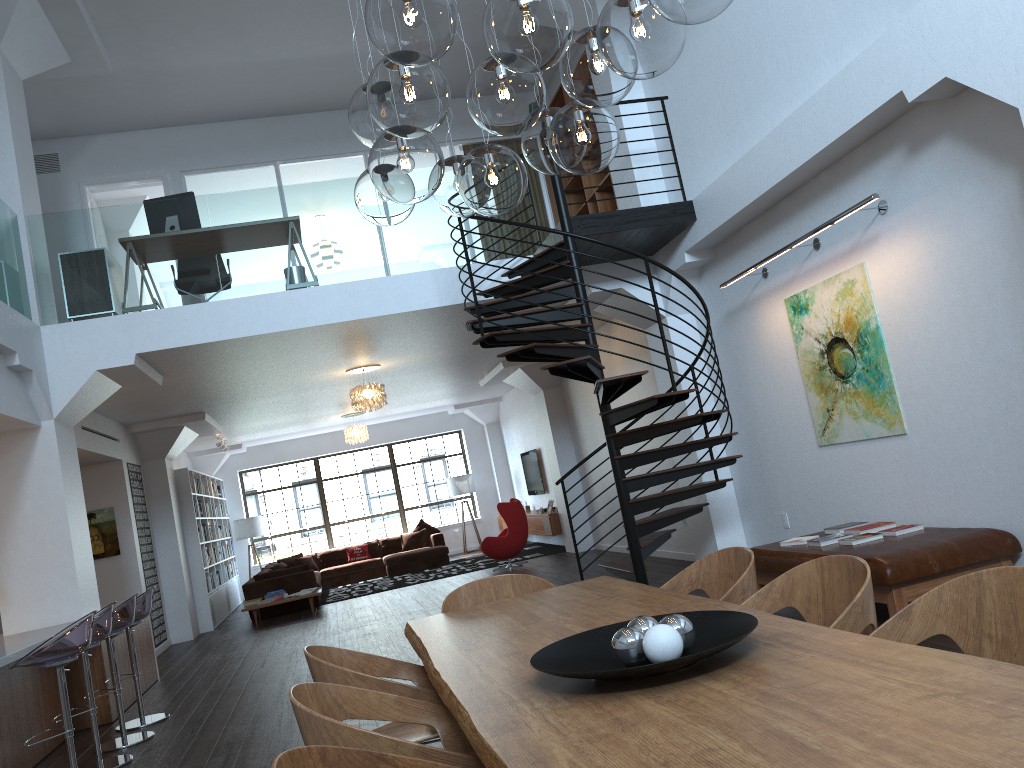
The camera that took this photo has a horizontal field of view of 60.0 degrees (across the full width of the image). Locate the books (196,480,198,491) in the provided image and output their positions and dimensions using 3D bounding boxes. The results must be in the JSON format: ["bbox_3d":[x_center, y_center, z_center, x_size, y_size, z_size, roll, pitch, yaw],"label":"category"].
[{"bbox_3d":[-5.046,1.637,13.987,0.159,0.248,0.089,-10,-6,-13],"label":"books"}]

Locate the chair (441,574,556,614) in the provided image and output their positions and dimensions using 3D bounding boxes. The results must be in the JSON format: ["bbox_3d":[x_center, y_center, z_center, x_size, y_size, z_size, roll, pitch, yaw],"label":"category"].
[{"bbox_3d":[0.030,1.325,4.107,0.629,0.833,0.618,-10,-6,-18],"label":"chair"}]

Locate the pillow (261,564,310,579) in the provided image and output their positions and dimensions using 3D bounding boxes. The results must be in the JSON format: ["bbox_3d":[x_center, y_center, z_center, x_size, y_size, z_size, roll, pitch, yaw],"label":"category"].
[{"bbox_3d":[-3.431,2.991,13.593,0.750,0.364,0.289,-10,-6,-14],"label":"pillow"}]

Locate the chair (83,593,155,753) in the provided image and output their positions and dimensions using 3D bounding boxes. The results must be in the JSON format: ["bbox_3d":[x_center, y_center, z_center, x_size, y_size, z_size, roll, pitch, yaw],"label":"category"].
[{"bbox_3d":[-2.857,2.060,6.368,0.481,1.014,0.530,-10,-6,-15],"label":"chair"}]

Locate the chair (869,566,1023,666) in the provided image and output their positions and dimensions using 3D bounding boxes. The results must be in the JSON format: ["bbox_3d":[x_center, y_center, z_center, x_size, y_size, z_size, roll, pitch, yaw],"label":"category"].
[{"bbox_3d":[1.057,0.892,2.020,0.618,0.833,0.629,-10,-6,-13],"label":"chair"}]

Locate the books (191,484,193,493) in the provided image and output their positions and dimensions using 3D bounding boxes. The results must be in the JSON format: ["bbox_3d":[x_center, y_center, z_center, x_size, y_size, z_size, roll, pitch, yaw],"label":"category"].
[{"bbox_3d":[-4.927,1.561,13.413,0.161,0.222,0.084,-10,-6,-13],"label":"books"}]

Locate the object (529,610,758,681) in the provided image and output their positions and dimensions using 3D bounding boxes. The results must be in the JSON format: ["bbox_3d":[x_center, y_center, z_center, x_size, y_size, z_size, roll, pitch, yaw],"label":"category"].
[{"bbox_3d":[0.341,0.689,2.284,0.592,0.066,0.592,-16,-7,35],"label":"object"}]

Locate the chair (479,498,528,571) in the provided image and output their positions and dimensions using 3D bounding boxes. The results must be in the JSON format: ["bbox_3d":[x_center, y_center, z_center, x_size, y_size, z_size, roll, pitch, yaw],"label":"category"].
[{"bbox_3d":[-0.125,2.292,13.574,0.801,1.006,0.798,-13,-6,12],"label":"chair"}]

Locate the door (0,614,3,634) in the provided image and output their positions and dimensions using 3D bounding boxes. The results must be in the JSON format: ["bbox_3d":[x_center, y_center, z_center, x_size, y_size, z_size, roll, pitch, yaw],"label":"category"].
[{"bbox_3d":[-6.632,2.839,11.402,0.826,2.032,0.174,-10,-6,-13],"label":"door"}]

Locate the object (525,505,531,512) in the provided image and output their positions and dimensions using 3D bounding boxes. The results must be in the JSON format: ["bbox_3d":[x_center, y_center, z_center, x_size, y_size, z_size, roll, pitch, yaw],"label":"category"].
[{"bbox_3d":[0.307,2.400,17.089,0.089,0.110,0.089,-15,-7,32],"label":"object"}]

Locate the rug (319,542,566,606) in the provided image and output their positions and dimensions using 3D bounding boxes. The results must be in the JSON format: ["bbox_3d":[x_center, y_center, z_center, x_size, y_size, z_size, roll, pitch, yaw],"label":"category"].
[{"bbox_3d":[-1.252,3.218,15.289,4.200,0.007,3.100,-10,-6,-11],"label":"rug"}]

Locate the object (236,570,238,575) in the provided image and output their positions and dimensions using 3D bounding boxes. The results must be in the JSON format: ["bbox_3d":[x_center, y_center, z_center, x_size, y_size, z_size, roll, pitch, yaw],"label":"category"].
[{"bbox_3d":[-5.455,3.673,17.074,0.331,0.088,0.410,-10,-6,-13],"label":"object"}]

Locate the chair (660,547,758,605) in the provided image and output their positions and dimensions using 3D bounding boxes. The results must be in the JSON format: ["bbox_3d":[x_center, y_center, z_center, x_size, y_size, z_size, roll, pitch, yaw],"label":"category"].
[{"bbox_3d":[0.739,1.115,3.502,0.617,0.830,0.629,-10,-6,-13],"label":"chair"}]

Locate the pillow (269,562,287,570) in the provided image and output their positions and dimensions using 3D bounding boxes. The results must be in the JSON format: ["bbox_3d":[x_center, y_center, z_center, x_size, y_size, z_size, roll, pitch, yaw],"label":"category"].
[{"bbox_3d":[-3.912,3.242,15.205,0.325,0.391,0.625,-12,-6,3],"label":"pillow"}]

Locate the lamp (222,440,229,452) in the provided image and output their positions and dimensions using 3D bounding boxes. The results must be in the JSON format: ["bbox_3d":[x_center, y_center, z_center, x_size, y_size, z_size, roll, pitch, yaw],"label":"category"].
[{"bbox_3d":[-5.156,1.117,15.961,0.120,0.211,0.111,-7,-8,-38],"label":"lamp"}]

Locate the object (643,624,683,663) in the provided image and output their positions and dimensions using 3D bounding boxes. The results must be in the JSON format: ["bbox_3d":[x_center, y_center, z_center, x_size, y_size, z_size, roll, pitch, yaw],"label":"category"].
[{"bbox_3d":[0.375,0.647,2.201,0.100,0.100,0.100,-15,-7,32],"label":"object"}]

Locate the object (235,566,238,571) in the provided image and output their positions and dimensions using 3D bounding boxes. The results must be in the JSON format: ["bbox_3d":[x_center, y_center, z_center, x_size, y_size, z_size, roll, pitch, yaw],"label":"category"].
[{"bbox_3d":[-5.473,3.587,17.083,0.331,0.088,0.410,-10,-6,-13],"label":"object"}]

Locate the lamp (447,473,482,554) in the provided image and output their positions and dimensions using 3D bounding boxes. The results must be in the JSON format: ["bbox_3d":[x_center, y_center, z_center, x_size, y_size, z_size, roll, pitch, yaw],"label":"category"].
[{"bbox_3d":[-0.938,2.679,18.366,0.545,1.579,0.545,-11,-6,-2],"label":"lamp"}]

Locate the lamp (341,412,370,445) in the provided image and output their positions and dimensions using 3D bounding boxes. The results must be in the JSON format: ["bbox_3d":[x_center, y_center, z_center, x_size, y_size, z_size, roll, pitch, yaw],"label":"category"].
[{"bbox_3d":[-2.801,0.807,15.879,0.441,0.539,0.442,-15,-7,29],"label":"lamp"}]

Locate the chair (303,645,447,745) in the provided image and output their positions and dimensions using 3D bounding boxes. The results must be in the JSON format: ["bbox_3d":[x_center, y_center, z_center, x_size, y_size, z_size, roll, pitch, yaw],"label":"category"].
[{"bbox_3d":[-0.399,1.319,3.244,0.618,0.833,0.629,-10,-6,-15],"label":"chair"}]

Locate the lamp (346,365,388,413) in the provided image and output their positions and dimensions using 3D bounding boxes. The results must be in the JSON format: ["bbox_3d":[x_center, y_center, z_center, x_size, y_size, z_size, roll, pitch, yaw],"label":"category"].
[{"bbox_3d":[-1.793,0.072,10.974,0.441,0.539,0.442,-15,-7,29],"label":"lamp"}]

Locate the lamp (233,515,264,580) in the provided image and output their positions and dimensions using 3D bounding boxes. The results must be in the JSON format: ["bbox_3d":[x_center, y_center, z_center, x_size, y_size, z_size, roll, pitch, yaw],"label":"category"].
[{"bbox_3d":[-5.099,3.430,17.505,0.545,1.579,0.545,-9,-7,-24],"label":"lamp"}]

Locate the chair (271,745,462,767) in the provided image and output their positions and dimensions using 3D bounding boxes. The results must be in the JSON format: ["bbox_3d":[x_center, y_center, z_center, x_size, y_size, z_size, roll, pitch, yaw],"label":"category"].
[{"bbox_3d":[-0.109,1.098,1.744,0.618,0.833,0.629,-10,-6,-13],"label":"chair"}]

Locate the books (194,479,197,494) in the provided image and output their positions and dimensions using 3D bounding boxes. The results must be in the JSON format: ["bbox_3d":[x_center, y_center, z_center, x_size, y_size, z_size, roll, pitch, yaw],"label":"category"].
[{"bbox_3d":[-5.006,1.608,13.771,0.174,0.242,0.105,-10,-6,-13],"label":"books"}]

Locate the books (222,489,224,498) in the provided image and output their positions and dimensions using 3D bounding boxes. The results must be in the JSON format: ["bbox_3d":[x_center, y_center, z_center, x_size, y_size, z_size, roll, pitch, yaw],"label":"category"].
[{"bbox_3d":[-5.735,2.172,17.391,0.139,0.191,0.036,-10,-6,-13],"label":"books"}]

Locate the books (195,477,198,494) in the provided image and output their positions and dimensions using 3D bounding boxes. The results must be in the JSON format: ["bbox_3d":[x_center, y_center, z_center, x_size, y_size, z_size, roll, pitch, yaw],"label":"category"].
[{"bbox_3d":[-5.050,1.609,13.917,0.197,0.290,0.136,-10,-6,-13],"label":"books"}]

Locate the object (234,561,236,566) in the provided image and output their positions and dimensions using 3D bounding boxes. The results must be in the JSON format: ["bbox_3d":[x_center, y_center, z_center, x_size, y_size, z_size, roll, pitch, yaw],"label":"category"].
[{"bbox_3d":[-5.497,3.503,17.091,0.316,0.088,0.410,-10,-6,-13],"label":"object"}]

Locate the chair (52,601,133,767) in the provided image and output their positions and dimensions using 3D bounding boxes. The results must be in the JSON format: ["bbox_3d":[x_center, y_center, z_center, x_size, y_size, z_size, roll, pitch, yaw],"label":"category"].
[{"bbox_3d":[-2.746,1.970,5.747,0.481,1.014,0.530,-10,-6,-15],"label":"chair"}]

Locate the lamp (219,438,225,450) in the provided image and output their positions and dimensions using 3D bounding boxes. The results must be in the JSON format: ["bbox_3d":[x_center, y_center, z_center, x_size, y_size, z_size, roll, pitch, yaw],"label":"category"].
[{"bbox_3d":[-5.053,1.042,15.458,0.111,0.211,0.120,-16,-7,36],"label":"lamp"}]

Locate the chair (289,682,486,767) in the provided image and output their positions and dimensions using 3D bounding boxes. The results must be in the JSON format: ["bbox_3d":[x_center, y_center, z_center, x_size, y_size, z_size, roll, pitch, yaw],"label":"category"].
[{"bbox_3d":[-0.261,1.209,2.484,0.618,0.833,0.629,-10,-6,-13],"label":"chair"}]

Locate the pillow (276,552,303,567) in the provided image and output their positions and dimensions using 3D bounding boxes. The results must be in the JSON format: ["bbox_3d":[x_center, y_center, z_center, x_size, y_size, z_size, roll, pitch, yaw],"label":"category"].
[{"bbox_3d":[-4.120,3.440,16.803,0.580,0.418,0.334,-6,-8,-40],"label":"pillow"}]

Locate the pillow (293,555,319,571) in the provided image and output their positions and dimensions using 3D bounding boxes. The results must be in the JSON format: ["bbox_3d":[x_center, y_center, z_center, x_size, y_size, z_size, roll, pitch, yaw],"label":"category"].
[{"bbox_3d":[-3.914,3.412,16.750,0.489,0.337,0.238,-6,-8,-43],"label":"pillow"}]

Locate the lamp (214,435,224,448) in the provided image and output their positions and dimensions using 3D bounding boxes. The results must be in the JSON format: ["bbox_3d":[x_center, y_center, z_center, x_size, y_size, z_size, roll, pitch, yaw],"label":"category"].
[{"bbox_3d":[-4.952,0.969,14.968,0.111,0.211,0.120,-14,-6,21],"label":"lamp"}]

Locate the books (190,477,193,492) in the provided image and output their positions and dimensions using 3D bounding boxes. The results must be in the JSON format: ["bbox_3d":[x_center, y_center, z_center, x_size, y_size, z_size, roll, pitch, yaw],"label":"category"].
[{"bbox_3d":[-4.951,1.559,13.484,0.170,0.251,0.118,-10,-6,-13],"label":"books"}]

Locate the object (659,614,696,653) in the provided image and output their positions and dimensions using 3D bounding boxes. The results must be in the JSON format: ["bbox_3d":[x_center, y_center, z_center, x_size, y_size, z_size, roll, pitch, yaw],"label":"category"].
[{"bbox_3d":[0.423,0.645,2.290,0.100,0.100,0.100,-15,-7,32],"label":"object"}]

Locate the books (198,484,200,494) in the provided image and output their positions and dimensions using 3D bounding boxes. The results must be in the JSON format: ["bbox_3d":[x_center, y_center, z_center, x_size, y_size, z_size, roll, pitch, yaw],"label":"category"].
[{"bbox_3d":[-5.071,1.656,14.103,0.174,0.243,0.085,-10,-6,-13],"label":"books"}]

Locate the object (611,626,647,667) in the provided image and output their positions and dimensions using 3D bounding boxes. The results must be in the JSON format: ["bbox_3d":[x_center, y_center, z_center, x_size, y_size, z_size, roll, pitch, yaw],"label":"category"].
[{"bbox_3d":[0.304,0.673,2.271,0.100,0.100,0.100,-15,-7,32],"label":"object"}]

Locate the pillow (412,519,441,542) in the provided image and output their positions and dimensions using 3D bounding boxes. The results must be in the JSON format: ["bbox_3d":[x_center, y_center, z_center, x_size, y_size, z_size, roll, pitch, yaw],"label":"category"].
[{"bbox_3d":[-1.765,2.948,17.454,0.651,0.587,0.335,-7,-7,-34],"label":"pillow"}]

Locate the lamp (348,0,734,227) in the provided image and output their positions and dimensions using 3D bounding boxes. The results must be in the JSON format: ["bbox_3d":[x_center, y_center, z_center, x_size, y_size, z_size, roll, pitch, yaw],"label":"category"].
[{"bbox_3d":[-0.206,-1.645,2.843,0.849,2.140,1.787,-10,-6,-14],"label":"lamp"}]

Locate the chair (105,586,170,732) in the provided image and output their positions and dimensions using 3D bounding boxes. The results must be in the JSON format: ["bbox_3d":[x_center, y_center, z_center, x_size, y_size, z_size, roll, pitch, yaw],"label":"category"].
[{"bbox_3d":[-2.983,2.151,6.980,0.481,1.014,0.530,-10,-6,-11],"label":"chair"}]

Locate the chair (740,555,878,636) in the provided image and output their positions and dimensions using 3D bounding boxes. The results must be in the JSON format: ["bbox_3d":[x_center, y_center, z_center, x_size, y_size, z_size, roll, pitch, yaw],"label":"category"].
[{"bbox_3d":[0.886,1.006,2.756,0.618,0.833,0.629,-10,-6,-11],"label":"chair"}]

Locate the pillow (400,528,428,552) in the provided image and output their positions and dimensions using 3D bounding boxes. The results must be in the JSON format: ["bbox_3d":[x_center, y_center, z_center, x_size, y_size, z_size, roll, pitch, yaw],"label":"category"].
[{"bbox_3d":[-1.914,3.039,17.239,0.542,0.362,0.248,-12,-6,8],"label":"pillow"}]

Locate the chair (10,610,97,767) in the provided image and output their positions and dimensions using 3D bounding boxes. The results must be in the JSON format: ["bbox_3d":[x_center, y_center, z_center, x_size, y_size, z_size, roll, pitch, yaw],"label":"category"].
[{"bbox_3d":[-2.594,1.874,5.141,0.481,1.014,0.530,-10,-6,-11],"label":"chair"}]

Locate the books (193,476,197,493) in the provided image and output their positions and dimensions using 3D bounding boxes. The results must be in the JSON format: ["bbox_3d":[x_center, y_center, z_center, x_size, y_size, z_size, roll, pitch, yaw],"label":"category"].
[{"bbox_3d":[-5.033,1.598,13.858,0.176,0.293,0.125,-10,-6,-13],"label":"books"}]

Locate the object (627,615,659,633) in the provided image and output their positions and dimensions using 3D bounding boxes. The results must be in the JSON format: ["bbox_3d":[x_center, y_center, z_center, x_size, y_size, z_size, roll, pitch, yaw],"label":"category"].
[{"bbox_3d":[0.352,0.667,2.359,0.100,0.100,0.100,-15,-7,32],"label":"object"}]

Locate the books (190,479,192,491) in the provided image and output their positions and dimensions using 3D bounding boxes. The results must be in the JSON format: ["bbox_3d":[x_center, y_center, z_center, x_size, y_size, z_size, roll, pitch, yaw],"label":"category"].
[{"bbox_3d":[-4.922,1.559,13.379,0.161,0.218,0.101,-10,-6,-13],"label":"books"}]

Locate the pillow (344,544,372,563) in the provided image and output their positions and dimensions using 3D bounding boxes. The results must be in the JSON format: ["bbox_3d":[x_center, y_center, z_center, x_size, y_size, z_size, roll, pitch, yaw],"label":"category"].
[{"bbox_3d":[-2.970,3.275,17.110,0.465,0.308,0.220,-10,-6,-17],"label":"pillow"}]

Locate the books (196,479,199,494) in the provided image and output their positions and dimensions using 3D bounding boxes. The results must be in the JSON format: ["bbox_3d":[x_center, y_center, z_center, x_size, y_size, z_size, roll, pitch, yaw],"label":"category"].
[{"bbox_3d":[-5.051,1.639,14.020,0.182,0.253,0.098,-10,-6,-13],"label":"books"}]

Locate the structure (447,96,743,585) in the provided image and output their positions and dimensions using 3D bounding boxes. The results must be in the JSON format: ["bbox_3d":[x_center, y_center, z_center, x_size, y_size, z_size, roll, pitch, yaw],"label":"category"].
[{"bbox_3d":[0.677,-0.257,7.382,1.998,4.352,1.998,-16,-8,38],"label":"structure"}]

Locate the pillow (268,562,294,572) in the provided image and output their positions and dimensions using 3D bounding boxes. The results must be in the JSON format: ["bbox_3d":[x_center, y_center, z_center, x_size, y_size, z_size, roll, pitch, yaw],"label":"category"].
[{"bbox_3d":[-3.529,2.995,13.847,0.559,0.411,0.269,-15,-7,33],"label":"pillow"}]
